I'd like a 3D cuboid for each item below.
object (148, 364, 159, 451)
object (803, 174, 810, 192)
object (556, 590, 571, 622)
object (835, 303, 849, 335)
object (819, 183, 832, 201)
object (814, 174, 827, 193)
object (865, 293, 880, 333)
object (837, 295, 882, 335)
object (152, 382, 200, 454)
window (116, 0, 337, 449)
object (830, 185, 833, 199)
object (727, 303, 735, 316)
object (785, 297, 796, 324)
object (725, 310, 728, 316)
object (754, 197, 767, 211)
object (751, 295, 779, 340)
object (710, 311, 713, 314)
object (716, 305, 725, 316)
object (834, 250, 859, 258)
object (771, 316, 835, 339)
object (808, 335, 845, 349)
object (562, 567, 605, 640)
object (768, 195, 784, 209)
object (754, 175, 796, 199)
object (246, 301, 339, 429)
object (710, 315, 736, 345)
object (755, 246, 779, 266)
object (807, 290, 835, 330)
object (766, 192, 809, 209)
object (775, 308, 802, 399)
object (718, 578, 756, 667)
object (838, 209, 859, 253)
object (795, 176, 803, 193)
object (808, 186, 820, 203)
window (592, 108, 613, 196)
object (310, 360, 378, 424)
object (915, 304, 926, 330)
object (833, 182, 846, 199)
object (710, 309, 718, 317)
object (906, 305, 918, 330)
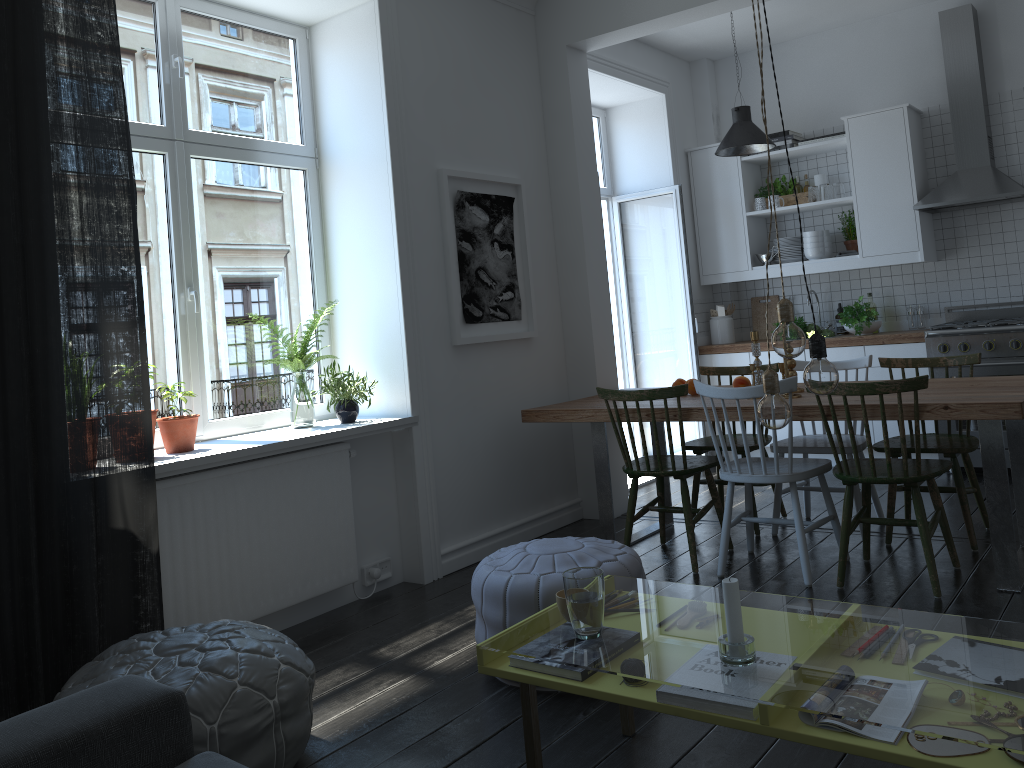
[{"bbox_3d":[-1.442,0.100,3.299,0.259,0.372,0.233,-4,-1,-41],"label":"object"},{"bbox_3d":[2.168,-1.422,6.460,0.055,0.235,0.056,-7,-4,40],"label":"object"},{"bbox_3d":[0.155,0.553,2.187,0.087,0.067,0.086,-6,1,-24],"label":"object"},{"bbox_3d":[2.377,-0.469,6.354,0.085,0.232,0.085,-5,-2,3],"label":"object"},{"bbox_3d":[2.189,-1.336,6.150,0.086,0.120,0.085,-5,-1,-29],"label":"object"},{"bbox_3d":[2.247,-1.407,6.390,0.084,0.223,0.085,-7,-3,45],"label":"object"},{"bbox_3d":[2.527,-0.500,6.186,0.066,0.284,0.066,-7,-3,33],"label":"object"},{"bbox_3d":[2.371,-0.468,6.018,0.270,0.270,0.339,-5,1,28],"label":"object"},{"bbox_3d":[-1.300,0.125,3.446,0.176,0.279,0.194,-5,-1,4],"label":"object"},{"bbox_3d":[-1.418,-0.747,3.806,0.106,1.997,1.574,-7,-2,38],"label":"window"},{"bbox_3d":[2.242,-1.346,6.223,0.086,0.120,0.086,-5,-1,6],"label":"object"},{"bbox_3d":[1.630,-0.459,6.643,0.130,0.298,0.056,-6,-3,17],"label":"object"},{"bbox_3d":[2.073,-0.502,6.592,0.097,0.319,0.098,-7,-3,38],"label":"object"},{"bbox_3d":[1.627,-0.437,6.649,0.050,0.248,0.114,-5,-2,3],"label":"object"},{"bbox_3d":[1.829,-1.316,6.485,0.083,0.100,0.108,-5,0,7],"label":"object"},{"bbox_3d":[1.943,-0.506,6.730,0.219,0.332,0.041,-6,-3,37],"label":"object"},{"bbox_3d":[1.553,-0.432,6.647,0.061,0.253,0.116,-4,-2,-23],"label":"object"},{"bbox_3d":[1.585,-0.454,6.643,0.064,0.291,0.140,-6,-2,11],"label":"object"},{"bbox_3d":[2.351,-0.906,6.149,0.244,0.042,0.278,-3,4,30],"label":"object"},{"bbox_3d":[2.067,-0.357,6.225,0.468,0.309,0.283,-5,0,10],"label":"object"},{"bbox_3d":[2.137,-0.275,6.255,0.370,0.112,0.355,-3,4,37],"label":"object"},{"bbox_3d":[0.173,0.518,2.074,0.097,0.147,0.097,-5,-1,-2],"label":"object"},{"bbox_3d":[1.917,-1.318,6.398,0.108,0.101,0.083,-5,0,27],"label":"object"},{"bbox_3d":[1.968,-1.423,6.576,0.345,0.255,0.164,-4,-1,28],"label":"object"},{"bbox_3d":[-0.949,-0.086,3.997,0.393,0.569,0.327,-5,-1,1],"label":"object"},{"bbox_3d":[1.584,-0.407,6.631,0.173,0.209,0.174,-5,-1,42],"label":"object"},{"bbox_3d":[1.857,-0.927,6.399,0.102,0.135,0.208,-4,1,-40],"label":"object"},{"bbox_3d":[2.228,-0.509,6.365,0.188,0.354,0.274,-5,-1,14],"label":"object"},{"bbox_3d":[2.034,-1.338,6.525,0.391,0.103,0.154,-3,3,37],"label":"object"},{"bbox_3d":[1.235,-0.141,3.998,0.113,0.413,0.113,-5,-3,0],"label":"object"},{"bbox_3d":[0.466,0.493,1.847,0.075,0.174,0.074,-4,-2,-17],"label":"object"},{"bbox_3d":[2.427,-1.082,6.258,0.171,0.368,0.164,-4,-2,-15],"label":"object"},{"bbox_3d":[2.103,-1.412,6.456,0.060,0.226,0.060,-6,-3,20],"label":"object"},{"bbox_3d":[2.130,-1.335,6.214,0.086,0.120,0.085,-5,-1,-29],"label":"object"},{"bbox_3d":[0.392,-1.709,6.283,0.105,0.660,1.185,-7,0,38],"label":"window"},{"bbox_3d":[-0.755,0.029,4.042,0.284,0.296,0.286,-5,0,42],"label":"object"},{"bbox_3d":[2.793,-0.458,6.016,0.059,0.173,0.058,-3,-3,-39],"label":"object"},{"bbox_3d":[2.282,-1.344,6.146,0.086,0.120,0.086,-5,-1,6],"label":"object"},{"bbox_3d":[1.533,-0.434,6.633,0.054,0.264,0.149,-6,-2,13],"label":"object"},{"bbox_3d":[2.757,-0.458,6.070,0.059,0.173,0.058,-3,-3,-39],"label":"object"}]
